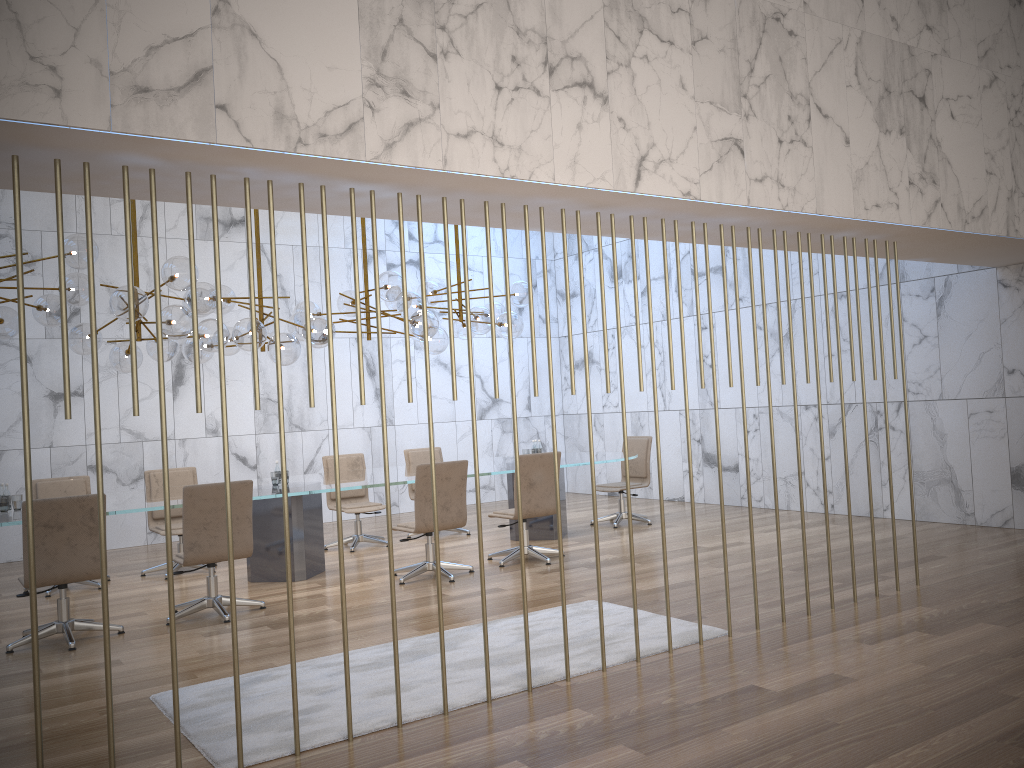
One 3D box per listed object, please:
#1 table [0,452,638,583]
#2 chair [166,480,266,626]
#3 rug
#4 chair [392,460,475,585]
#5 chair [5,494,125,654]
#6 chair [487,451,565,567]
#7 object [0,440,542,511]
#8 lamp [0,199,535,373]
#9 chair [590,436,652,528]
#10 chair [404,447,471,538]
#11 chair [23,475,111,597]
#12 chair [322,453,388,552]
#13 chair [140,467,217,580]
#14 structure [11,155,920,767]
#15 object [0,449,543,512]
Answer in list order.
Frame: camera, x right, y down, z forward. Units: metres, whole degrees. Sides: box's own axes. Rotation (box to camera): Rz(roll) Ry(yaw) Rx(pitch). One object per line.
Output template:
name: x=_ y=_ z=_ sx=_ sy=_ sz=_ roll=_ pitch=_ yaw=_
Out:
table: x=-2.075 y=1.329 z=8.073 sx=7.924 sy=0.835 sz=2.092 roll=-2 pitch=-2 yaw=-34
chair: x=-2.241 y=1.224 z=6.617 sx=0.726 sy=1.000 sz=0.697 roll=-2 pitch=-2 yaw=-34
rug: x=-0.300 y=1.560 z=4.991 sx=3.025 sy=0.034 sz=1.320 roll=-2 pitch=-2 yaw=-34
chair: x=-0.705 y=1.165 z=7.646 sx=0.726 sy=1.000 sz=0.697 roll=-2 pitch=-2 yaw=-34
chair: x=-3.071 y=1.255 z=6.061 sx=0.726 sy=1.000 sz=0.697 roll=-2 pitch=-2 yaw=-34
chair: x=0.120 y=1.134 z=8.199 sx=0.726 sy=1.000 sz=0.697 roll=-2 pitch=-2 yaw=-34
object: x=-1.845 y=0.797 z=8.277 sx=5.189 sy=0.213 sz=0.124 roll=-2 pitch=-2 yaw=-34
lamp: x=-2.331 y=-1.474 z=8.081 sx=5.672 sy=2.716 sz=1.557 roll=-2 pitch=-2 yaw=-34
chair: x=1.288 y=1.124 z=10.332 sx=0.697 sy=1.000 sz=0.726 roll=-2 pitch=-2 yaw=-33
chair: x=-0.875 y=1.241 z=10.221 sx=0.726 sy=1.000 sz=0.697 roll=-2 pitch=-2 yaw=-34
chair: x=-4.059 y=1.363 z=8.088 sx=0.726 sy=1.000 sz=0.697 roll=-2 pitch=-2 yaw=-34
chair: x=-1.706 y=1.273 z=9.665 sx=0.726 sy=1.000 sz=0.697 roll=-2 pitch=-2 yaw=-34
chair: x=-3.239 y=1.331 z=8.638 sx=0.726 sy=1.000 sz=0.697 roll=-2 pitch=-2 yaw=-34
structure: x=-0.178 y=0.319 z=4.320 sx=7.223 sy=2.456 sz=0.023 roll=-2 pitch=-2 yaw=-34
object: x=-1.827 y=0.843 z=8.228 sx=5.112 sy=0.117 sz=0.183 roll=-2 pitch=-2 yaw=-34
